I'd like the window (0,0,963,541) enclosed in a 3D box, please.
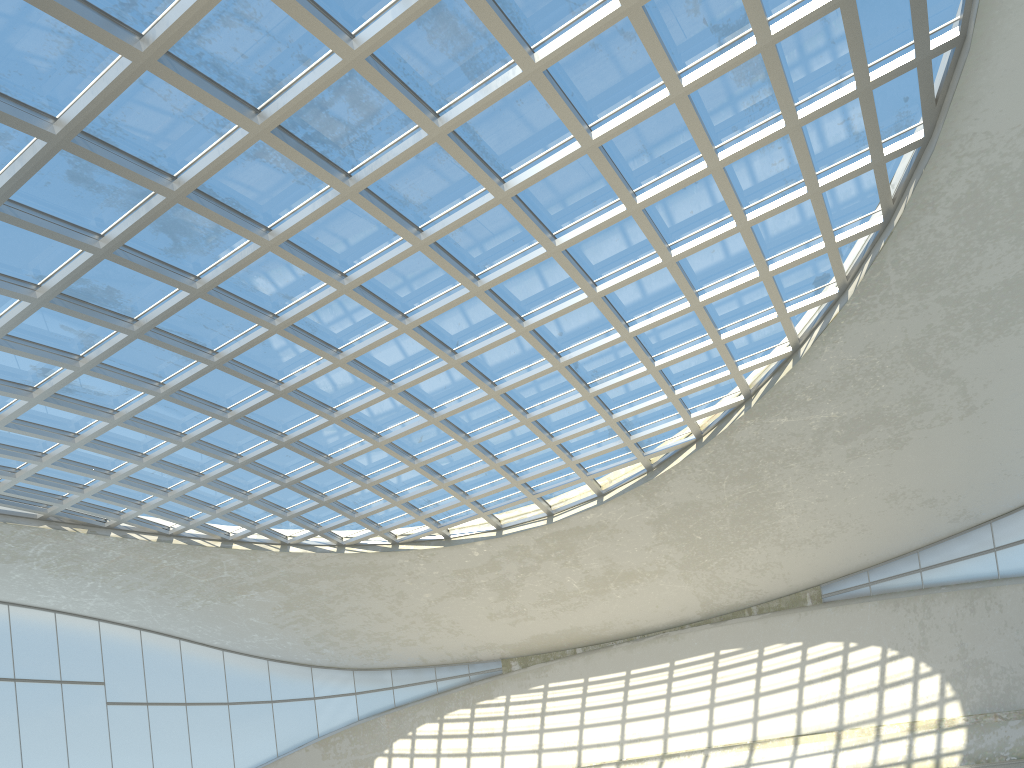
[{"bbox_3d":[-15.684,-0.188,47.276,81.535,10.279,82.940,-21,-31,26],"label":"window"}]
